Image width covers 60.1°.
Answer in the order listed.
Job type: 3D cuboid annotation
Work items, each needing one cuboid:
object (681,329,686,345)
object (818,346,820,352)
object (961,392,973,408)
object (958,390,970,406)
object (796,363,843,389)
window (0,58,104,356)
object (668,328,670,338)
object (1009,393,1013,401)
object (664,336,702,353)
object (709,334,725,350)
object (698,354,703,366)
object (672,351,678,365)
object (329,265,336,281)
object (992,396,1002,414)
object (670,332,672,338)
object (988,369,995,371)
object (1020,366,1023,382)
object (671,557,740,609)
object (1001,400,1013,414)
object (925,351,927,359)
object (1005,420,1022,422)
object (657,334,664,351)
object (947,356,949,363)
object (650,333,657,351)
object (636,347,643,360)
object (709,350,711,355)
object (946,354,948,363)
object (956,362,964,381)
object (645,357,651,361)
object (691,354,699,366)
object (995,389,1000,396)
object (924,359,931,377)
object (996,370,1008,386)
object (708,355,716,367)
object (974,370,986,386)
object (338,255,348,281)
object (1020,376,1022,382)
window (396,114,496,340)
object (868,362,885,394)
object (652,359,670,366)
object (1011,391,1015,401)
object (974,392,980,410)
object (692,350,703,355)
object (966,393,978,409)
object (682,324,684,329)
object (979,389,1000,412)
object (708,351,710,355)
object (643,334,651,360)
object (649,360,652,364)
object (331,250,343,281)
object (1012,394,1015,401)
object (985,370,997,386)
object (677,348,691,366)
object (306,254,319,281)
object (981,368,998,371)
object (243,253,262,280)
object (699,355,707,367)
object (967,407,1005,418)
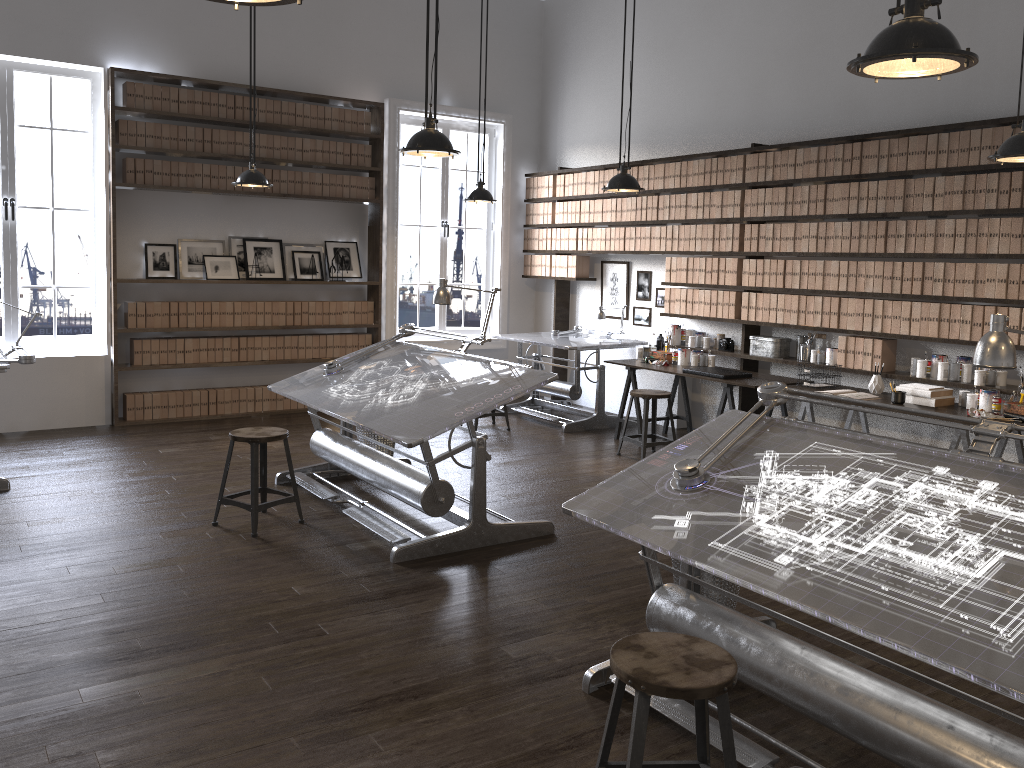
[{"bbox_3d":[1.519,-0.417,7.846,0.051,0.139,0.050,-2,7,-36],"label":"object"},{"bbox_3d":[2.293,-0.223,6.593,0.008,0.124,0.041,-3,7,-45],"label":"object"},{"bbox_3d":[2.821,0.099,5.489,0.063,0.093,0.063,2,6,7],"label":"object"},{"bbox_3d":[2.836,0.090,5.554,0.062,0.094,0.062,2,6,7],"label":"object"},{"bbox_3d":[2.184,-0.059,6.291,0.284,0.160,0.204,-3,8,-34],"label":"object"},{"bbox_3d":[-4.086,-1.394,7.198,1.484,2.486,0.154,-2,6,-34],"label":"window"},{"bbox_3d":[1.337,-0.376,7.586,0.007,0.213,0.055,2,5,1],"label":"object"},{"bbox_3d":[2.939,0.110,5.237,0.005,0.129,0.040,-2,6,-35],"label":"object"},{"bbox_3d":[1.476,-0.342,7.628,0.345,0.145,0.077,0,6,-11],"label":"object"},{"bbox_3d":[1.739,-0.340,7.490,0.107,0.161,0.237,4,7,22],"label":"object"},{"bbox_3d":[1.570,-0.199,7.394,0.044,0.100,0.045,-2,7,-34],"label":"object"},{"bbox_3d":[1.377,-0.221,7.476,0.049,0.111,0.050,-3,7,-37],"label":"object"},{"bbox_3d":[-1.732,-1.069,8.551,0.066,0.165,0.040,-2,6,-34],"label":"object"},{"bbox_3d":[2.869,0.129,5.243,0.049,0.111,0.050,-2,6,-30],"label":"object"},{"bbox_3d":[1.351,-0.370,7.591,0.006,0.192,0.055,-2,6,-35],"label":"object"},{"bbox_3d":[3.028,-0.043,5.599,0.045,0.102,0.044,-3,7,-42],"label":"object"},{"bbox_3d":[2.971,0.005,5.154,0.007,0.213,0.055,-1,6,-27],"label":"object"},{"bbox_3d":[0.817,0.818,3.712,0.353,0.376,0.355,0,6,-12],"label":"object"},{"bbox_3d":[2.937,0.141,5.258,0.059,0.088,0.060,-2,7,-29],"label":"object"},{"bbox_3d":[2.798,-0.135,5.972,0.009,0.168,0.041,-1,6,-30],"label":"object"},{"bbox_3d":[2.817,0.206,5.046,0.158,0.005,0.005,5,7,22],"label":"object"},{"bbox_3d":[1.304,-0.329,7.794,0.068,0.228,0.069,-2,6,-37],"label":"object"},{"bbox_3d":[2.862,-0.110,5.799,0.036,0.148,0.005,1,5,-11],"label":"object"},{"bbox_3d":[1.234,-0.328,7.747,0.068,0.236,0.069,-2,6,-37],"label":"object"},{"bbox_3d":[1.123,-0.267,7.764,0.068,0.104,0.068,-2,7,-29],"label":"object"},{"bbox_3d":[1.642,-0.216,7.389,0.004,0.133,0.030,-2,6,-38],"label":"object"},{"bbox_3d":[2.853,-0.110,5.801,0.029,0.168,0.004,0,5,-12],"label":"object"},{"bbox_3d":[2.910,-0.078,5.761,0.045,0.127,0.044,0,5,-16],"label":"object"},{"bbox_3d":[1.177,-0.217,7.659,0.049,0.037,0.049,-4,9,-37],"label":"object"},{"bbox_3d":[1.518,-0.196,7.360,0.062,0.094,0.062,2,6,6],"label":"object"},{"bbox_3d":[2.928,0.099,5.418,0.094,0.127,0.095,-3,8,-37],"label":"object"},{"bbox_3d":[2.773,-0.103,5.914,0.044,0.127,0.045,-2,6,-33],"label":"object"},{"bbox_3d":[3.070,-0.035,5.554,0.062,0.095,0.062,1,6,-2],"label":"object"},{"bbox_3d":[1.651,-0.188,7.327,0.062,0.094,0.062,3,6,15],"label":"object"},{"bbox_3d":[2.933,-0.038,5.552,0.062,0.095,0.062,1,6,-2],"label":"object"},{"bbox_3d":[-1.658,-1.132,8.672,0.110,0.261,0.040,-2,6,-34],"label":"object"},{"bbox_3d":[2.969,0.032,5.145,0.038,0.153,0.008,3,5,15],"label":"object"},{"bbox_3d":[-0.720,-1.602,9.292,1.246,2.299,0.154,-2,6,-34],"label":"window"},{"bbox_3d":[2.493,-0.041,6.050,0.101,0.208,0.102,3,6,11],"label":"object"},{"bbox_3d":[1.242,-0.184,7.411,0.132,0.050,0.198,1,8,-5],"label":"object"},{"bbox_3d":[2.948,0.111,5.232,0.005,0.147,0.033,-2,6,-34],"label":"object"},{"bbox_3d":[2.867,0.105,5.453,0.044,0.100,0.045,-2,7,-33],"label":"object"},{"bbox_3d":[1.562,-0.222,7.462,0.094,0.127,0.095,-2,7,-30],"label":"object"},{"bbox_3d":[2.815,0.108,5.419,0.062,0.094,0.062,3,6,16],"label":"object"},{"bbox_3d":[1.517,-0.454,7.914,0.041,0.162,0.005,-3,7,-41],"label":"object"},{"bbox_3d":[2.865,0.105,5.319,0.104,0.141,0.105,-1,7,-26],"label":"object"},{"bbox_3d":[1.633,-0.218,7.392,0.005,0.117,0.036,-2,7,-39],"label":"object"},{"bbox_3d":[1.174,-0.320,7.708,0.068,0.228,0.069,-2,6,-37],"label":"object"},{"bbox_3d":[1.173,-0.186,7.498,0.011,0.017,0.172,1,8,-2],"label":"object"},{"bbox_3d":[-1.699,-1.146,8.608,0.118,0.303,0.040,-2,6,-34],"label":"object"},{"bbox_3d":[2.958,0.113,5.248,0.005,0.124,0.041,-2,6,-37],"label":"object"},{"bbox_3d":[3.000,-0.036,5.549,0.062,0.094,0.063,1,6,-2],"label":"object"},{"bbox_3d":[1.447,-0.228,7.442,0.104,0.141,0.105,-4,8,-41],"label":"object"},{"bbox_3d":[-1.905,-1.109,8.463,0.124,0.259,0.040,-2,6,-34],"label":"object"},{"bbox_3d":[3.053,-0.063,5.663,0.094,0.129,0.095,7,8,43],"label":"object"},{"bbox_3d":[-2.379,-1.077,8.133,0.174,0.259,0.040,-2,6,-34],"label":"object"},{"bbox_3d":[1.585,-0.191,7.338,0.062,0.093,0.063,3,6,15],"label":"object"},{"bbox_3d":[2.754,0.171,5.148,0.197,0.050,0.132,5,8,27],"label":"object"}]
